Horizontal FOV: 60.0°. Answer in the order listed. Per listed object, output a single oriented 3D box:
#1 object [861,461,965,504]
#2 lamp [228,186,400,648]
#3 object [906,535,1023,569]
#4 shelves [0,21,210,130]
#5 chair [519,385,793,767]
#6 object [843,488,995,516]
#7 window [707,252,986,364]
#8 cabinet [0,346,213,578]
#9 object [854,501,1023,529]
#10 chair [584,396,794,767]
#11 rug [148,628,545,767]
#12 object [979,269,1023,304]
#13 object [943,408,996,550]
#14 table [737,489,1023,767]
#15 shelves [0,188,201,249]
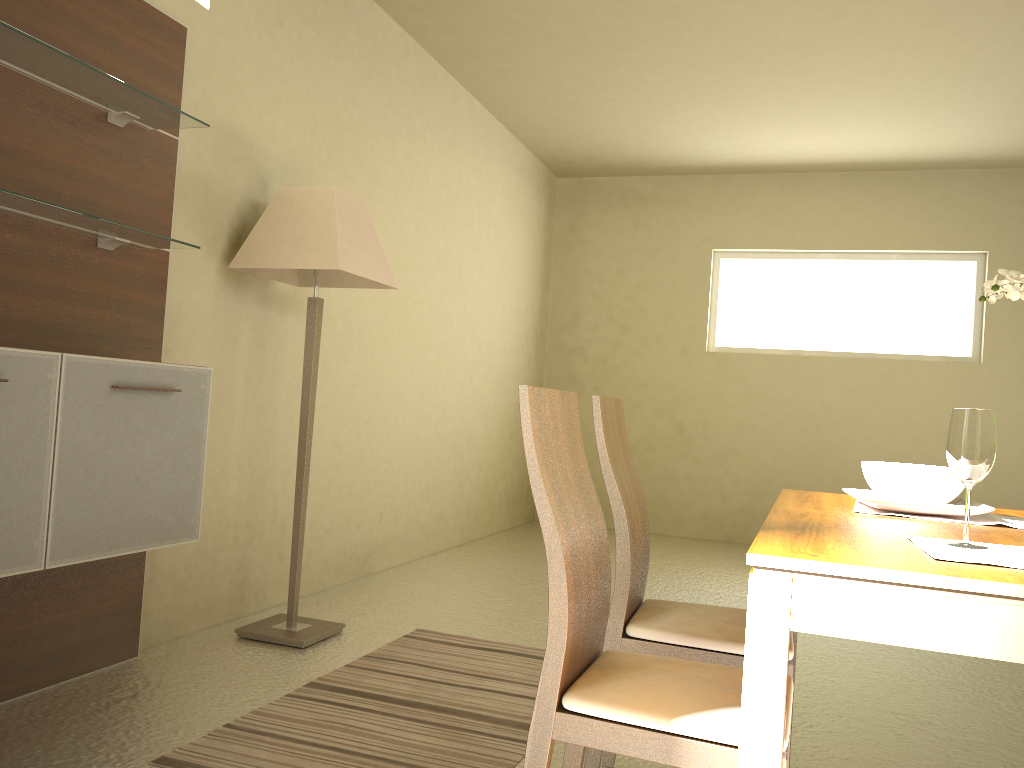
[{"bbox_3d":[0.938,0.241,2.071,0.233,0.101,0.233,4,-1,8],"label":"object"},{"bbox_3d":[-0.828,0.118,3.589,0.499,1.782,0.499,3,-2,19],"label":"lamp"},{"bbox_3d":[0.952,0.281,1.379,0.589,0.010,0.287,4,-2,16],"label":"object"},{"bbox_3d":[-1.525,-0.923,1.831,0.255,0.008,2.463,3,-2,19],"label":"shelves"},{"bbox_3d":[0.274,0.530,1.701,0.507,1.017,0.404,3,-2,19],"label":"chair"},{"bbox_3d":[0.935,0.281,2.070,0.283,0.033,0.283,4,-2,13],"label":"object"},{"bbox_3d":[2.619,-0.620,7.075,2.025,0.848,0.100,3,-2,19],"label":"window"},{"bbox_3d":[-1.544,0.164,1.785,0.372,0.570,2.463,3,-2,19],"label":"cabinet"},{"bbox_3d":[1.098,0.308,2.025,0.589,0.010,0.287,3,-2,22],"label":"object"},{"bbox_3d":[0.454,0.557,2.263,0.507,1.017,0.404,3,-2,17],"label":"chair"},{"bbox_3d":[-0.270,1.031,2.887,0.843,0.010,1.613,3,-2,19],"label":"rug"},{"bbox_3d":[1.046,-0.004,1.661,0.304,0.608,0.302,3,-2,22],"label":"object"},{"bbox_3d":[0.771,0.158,1.495,0.075,0.232,0.075,5,-2,-22],"label":"object"},{"bbox_3d":[1.010,0.696,1.760,1.000,0.790,1.411,3,-2,19],"label":"table"},{"bbox_3d":[-1.553,-0.515,1.821,0.255,0.008,2.463,3,-2,19],"label":"shelves"}]
